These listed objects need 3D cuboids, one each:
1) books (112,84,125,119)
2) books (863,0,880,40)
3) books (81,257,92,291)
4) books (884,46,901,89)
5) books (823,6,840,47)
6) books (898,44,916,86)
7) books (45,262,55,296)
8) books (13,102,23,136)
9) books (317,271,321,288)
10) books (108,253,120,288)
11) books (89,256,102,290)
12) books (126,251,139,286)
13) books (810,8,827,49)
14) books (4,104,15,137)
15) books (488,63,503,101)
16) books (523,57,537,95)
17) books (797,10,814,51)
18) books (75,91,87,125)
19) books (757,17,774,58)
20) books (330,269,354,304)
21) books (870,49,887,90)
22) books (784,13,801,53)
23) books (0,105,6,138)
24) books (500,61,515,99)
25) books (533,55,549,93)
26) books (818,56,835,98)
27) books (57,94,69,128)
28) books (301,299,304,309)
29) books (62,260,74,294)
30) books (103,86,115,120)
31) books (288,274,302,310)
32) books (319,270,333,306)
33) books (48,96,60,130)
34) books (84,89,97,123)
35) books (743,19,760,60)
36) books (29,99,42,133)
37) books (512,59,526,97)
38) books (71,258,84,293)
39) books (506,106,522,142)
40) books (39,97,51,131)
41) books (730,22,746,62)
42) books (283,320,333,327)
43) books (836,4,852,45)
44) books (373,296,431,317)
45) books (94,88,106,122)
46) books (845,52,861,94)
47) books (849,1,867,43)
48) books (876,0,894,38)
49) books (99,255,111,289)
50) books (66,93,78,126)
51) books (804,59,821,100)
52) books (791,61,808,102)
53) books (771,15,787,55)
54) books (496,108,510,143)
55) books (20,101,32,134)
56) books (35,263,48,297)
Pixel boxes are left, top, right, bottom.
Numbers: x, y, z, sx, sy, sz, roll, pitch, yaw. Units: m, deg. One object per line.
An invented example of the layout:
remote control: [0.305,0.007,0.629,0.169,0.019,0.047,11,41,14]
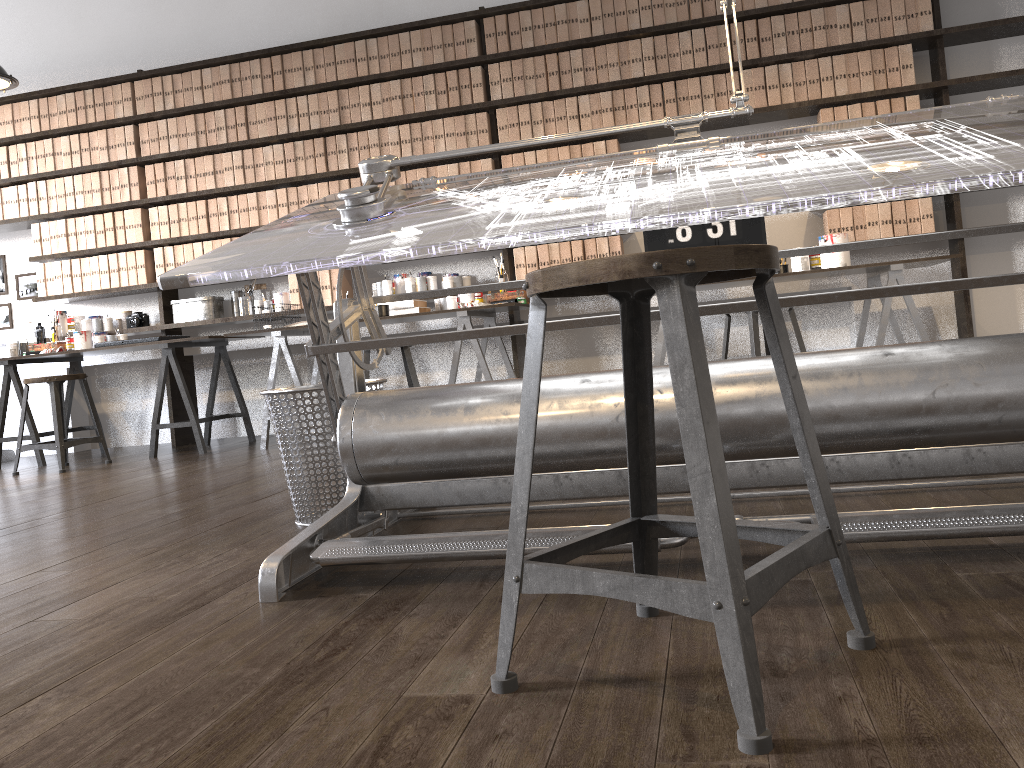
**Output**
books: [-2.548,-1.845,5.856,0.066,0.226,0.174,-6,0,13]
books: [1.960,-1.966,4.863,0.066,0.226,0.175,-6,0,13]
books: [-2.788,-0.726,5.923,0.066,0.226,0.174,-6,0,13]
books: [2.066,-1.705,4.843,0.066,0.226,0.174,-6,0,13]
books: [1.760,-1.948,4.906,0.066,0.225,0.175,-6,0,13]
books: [2.134,-1.711,4.823,0.066,0.226,0.174,-6,0,13]
books: [-3.056,-0.702,5.980,0.066,0.225,0.175,-6,0,13]
books: [-3.294,-1.779,6.022,0.066,0.225,0.175,-6,0,13]
books: [-1.200,-0.591,5.573,0.066,0.226,0.174,-6,0,13]
books: [-2.581,-0.744,5.870,0.067,0.226,0.175,-6,0,13]
books: [-2.721,-0.732,5.904,0.066,0.226,0.174,-6,0,13]
books: [-2.454,-0.756,5.849,0.066,0.225,0.175,-6,0,13]
books: [1.694,-1.942,4.916,0.067,0.226,0.175,-6,0,13]
books: [-3.360,-1.773,6.032,0.067,0.226,0.175,-6,0,13]
books: [-0.081,-1.785,5.312,0.066,0.226,0.174,-6,0,13]
books: [0.121,-1.803,5.269,0.066,0.225,0.175,-6,0,13]
books: [1.630,-1.937,4.936,0.066,0.226,0.175,-6,0,13]
books: [-2.819,-1.821,5.912,0.067,0.226,0.175,-6,0,13]
books: [1.424,-1.918,4.983,0.066,0.226,0.175,-6,0,13]
books: [-1.062,-0.604,5.543,0.066,0.226,0.175,-6,0,13]
books: [1.997,-1.699,4.858,0.066,0.226,0.175,-6,0,13]
books: [1.561,-1.930,4.952,0.066,0.226,0.174,-6,0,13]
books: [-3.424,-1.768,6.052,0.066,0.226,0.175,-6,0,13]
books: [-0.012,-1.791,5.293,0.066,0.226,0.175,-6,0,13]
books: [0.185,-1.809,5.257,0.066,0.225,0.175,-6,0,13]
books: [1.734,-1.676,4.911,0.067,0.226,0.175,-6,0,13]
books: [-2.959,-1.809,5.946,0.066,0.226,0.174,-6,0,13]
books: [-1.269,-0.585,5.588,0.066,0.226,0.175,-6,0,13]
books: [-2.925,-0.714,5.947,0.067,0.226,0.175,-6,0,13]
books: [-2.615,-1.839,5.874,0.066,0.226,0.174,-6,0,13]
books: [-1.335,-0.579,5.597,0.067,0.226,0.175,-6,0,13]
books: [-1.132,-0.597,5.554,0.066,0.226,0.174,-6,0,13]
books: [-3.026,-1.803,5.965,0.066,0.226,0.174,-6,0,13]
books: [-2.756,-1.827,5.903,0.066,0.225,0.175,-6,0,13]
books: [1.350,-1.912,4.994,0.067,0.226,0.175,-6,0,13]
books: [-3.163,-1.791,5.990,0.067,0.226,0.175,-6,0,13]
books: [0.059,-1.797,5.278,0.067,0.226,0.175,-6,0,13]
books: [-2.856,-0.720,5.936,0.066,0.226,0.175,-6,0,13]
books: [0.027,-1.524,5.287,0.067,0.226,0.175,-6,0,13]
books: [-3.094,-1.797,5.978,0.066,0.226,0.175,-6,0,13]
books: [1.279,-1.905,5.015,0.066,0.225,0.175,-6,0,13]
books: [-1.082,-0.347,5.036,0.354,0.029,0.256,-5,2,13]
books: [1.821,-1.953,4.891,0.066,0.225,0.175,-6,0,13]
books: [-0.664,-0.447,5.125,0.294,0.147,0.386,-5,2,13]
books: [-2.683,-1.833,5.888,0.066,0.226,0.175,-6,0,13]
books: [1.867,-1.687,4.885,0.066,0.225,0.175,-6,0,13]
books: [1.891,-1.959,4.874,0.067,0.226,0.175,-6,0,13]
books: [2.029,-1.972,4.849,0.066,0.226,0.174,-6,0,13]
books: [-2.651,-0.738,5.885,0.066,0.226,0.175,-6,0,13]
books: [-2.889,-1.815,5.927,0.066,0.226,0.175,-6,0,13]
books: [1.667,-1.670,4.930,0.066,0.226,0.175,-6,0,13]
books: [1.599,-1.664,4.947,0.066,0.226,0.174,-6,0,13]
books: [1.492,-1.924,4.963,0.066,0.226,0.174,-6,0,13]
books: [-0.033,-1.519,5.305,0.066,0.225,0.175,-6,0,13]
books: [-3.233,-1.784,6.007,0.066,0.225,0.175,-6,0,13]
books: [-3.122,-0.696,5.990,0.067,0.226,0.175,-6,0,13]
